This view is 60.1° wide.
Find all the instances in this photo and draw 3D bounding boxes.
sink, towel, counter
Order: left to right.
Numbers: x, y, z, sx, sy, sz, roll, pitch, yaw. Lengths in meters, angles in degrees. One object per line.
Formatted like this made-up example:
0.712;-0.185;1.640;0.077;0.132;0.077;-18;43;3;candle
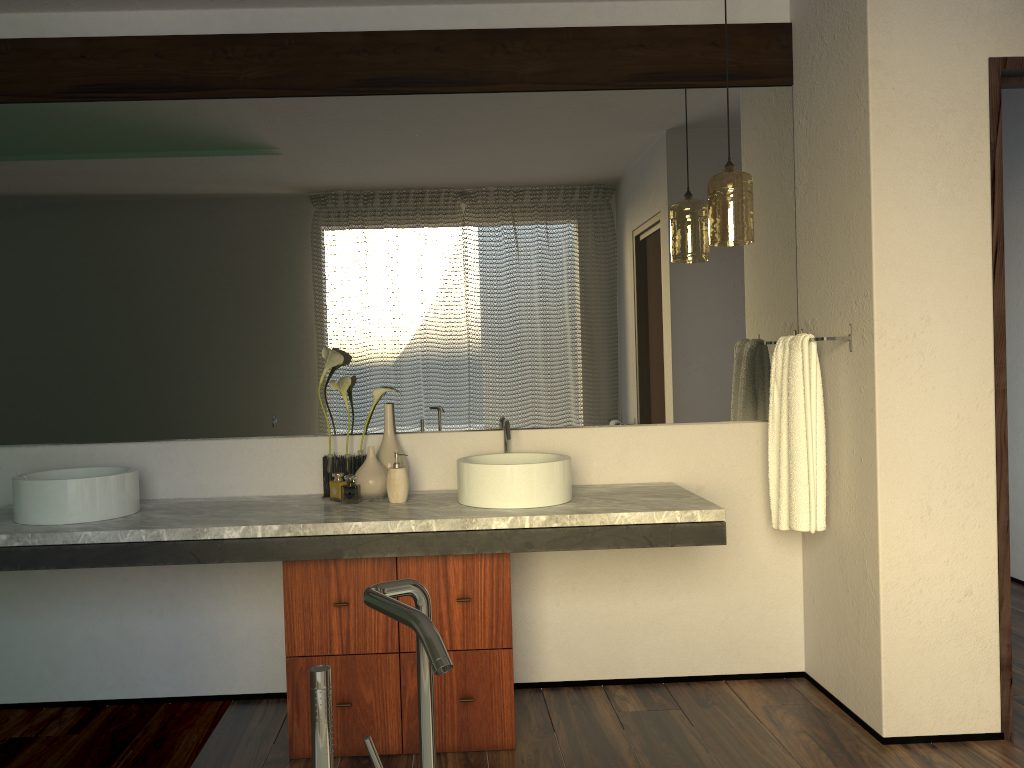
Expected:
-1.341;0.339;2.731;0.357;0.131;0.357;-2;1;0;sink
-0.550;0.430;2.741;2.255;0.101;0.588;-2;1;-2;counter
0.007;0.297;2.768;0.350;0.131;0.364;-2;1;-26;sink
0.908;0.160;2.834;0.163;0.636;0.254;-1;1;14;towel

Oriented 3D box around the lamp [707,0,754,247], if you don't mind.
0.682;-0.877;2.795;0.142;0.867;0.135;-1;1;40;lamp

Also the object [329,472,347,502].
-0.558;0.332;2.852;0.038;0.092;0.067;-3;2;-43;object

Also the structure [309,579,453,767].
-0.067;0.653;0.955;0.251;0.897;0.270;-1;1;37;structure

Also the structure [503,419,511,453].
-0.036;0.240;2.930;0.066;0.242;0.164;-2;1;-1;structure

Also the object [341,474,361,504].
-0.509;0.331;2.794;0.057;0.090;0.038;-2;1;8;object

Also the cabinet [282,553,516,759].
-0.343;0.770;2.791;0.658;0.599;0.513;-2;1;-3;cabinet

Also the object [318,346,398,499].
-0.515;0.124;2.935;0.239;0.504;0.192;-2;1;-25;object

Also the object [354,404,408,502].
-0.432;0.222;2.908;0.122;0.305;0.235;-1;1;23;object

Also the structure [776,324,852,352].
0.960;-0.141;2.840;0.102;0.088;0.370;-2;1;-4;structure

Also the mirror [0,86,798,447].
-1.055;-0.386;2.999;4.073;1.152;0.017;-2;1;-2;mirror

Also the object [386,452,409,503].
-0.362;0.294;2.797;0.069;0.158;0.072;-2;1;-20;object
